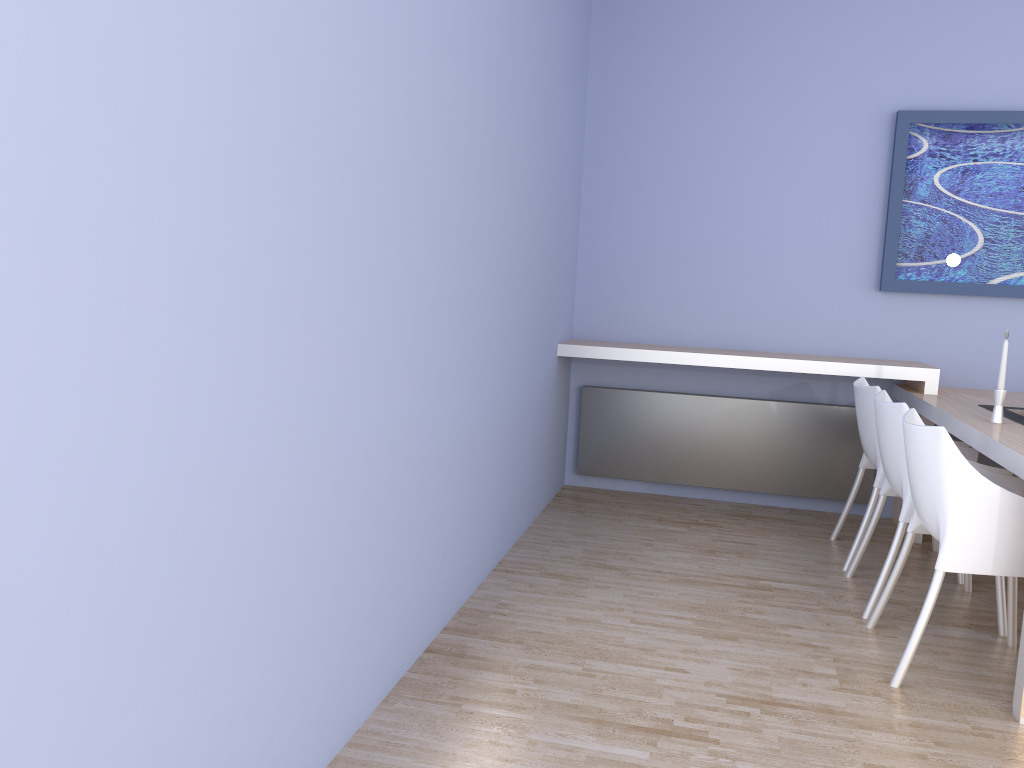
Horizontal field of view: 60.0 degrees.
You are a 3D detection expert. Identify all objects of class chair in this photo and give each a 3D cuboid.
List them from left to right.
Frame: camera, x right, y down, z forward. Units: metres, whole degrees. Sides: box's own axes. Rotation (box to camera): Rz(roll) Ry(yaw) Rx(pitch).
[{"bbox_3d":[1.719,0.392,3.915,0.486,0.793,0.510,4,7,13],"label":"chair"},{"bbox_3d":[1.585,0.450,3.359,0.486,0.793,0.510,4,7,13],"label":"chair"},{"bbox_3d":[1.450,0.508,2.804,0.486,0.793,0.510,4,7,13],"label":"chair"}]

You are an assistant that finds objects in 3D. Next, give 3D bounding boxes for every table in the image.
[{"bbox_3d":[2.188,0.508,3.439,1.002,0.718,2.340,4,7,13],"label":"table"}]

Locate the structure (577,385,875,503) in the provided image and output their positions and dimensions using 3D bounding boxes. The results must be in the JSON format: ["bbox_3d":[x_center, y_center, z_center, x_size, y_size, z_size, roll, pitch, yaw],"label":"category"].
[{"bbox_3d":[2.251,0.404,4.573,3.843,0.503,0.064,4,7,13],"label":"structure"}]

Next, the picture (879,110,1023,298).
[{"bbox_3d":[2.526,-0.878,4.373,1.252,0.901,0.049,4,7,13],"label":"picture"}]

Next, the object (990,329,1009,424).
[{"bbox_3d":[1.809,-0.030,3.273,0.045,0.349,0.045,-2,8,-35],"label":"object"}]

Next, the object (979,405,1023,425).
[{"bbox_3d":[2.190,0.162,3.292,0.594,0.005,0.986,4,7,13],"label":"object"}]

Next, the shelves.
[{"bbox_3d":[2.148,0.332,4.403,3.901,0.840,0.463,4,7,13],"label":"shelves"}]
